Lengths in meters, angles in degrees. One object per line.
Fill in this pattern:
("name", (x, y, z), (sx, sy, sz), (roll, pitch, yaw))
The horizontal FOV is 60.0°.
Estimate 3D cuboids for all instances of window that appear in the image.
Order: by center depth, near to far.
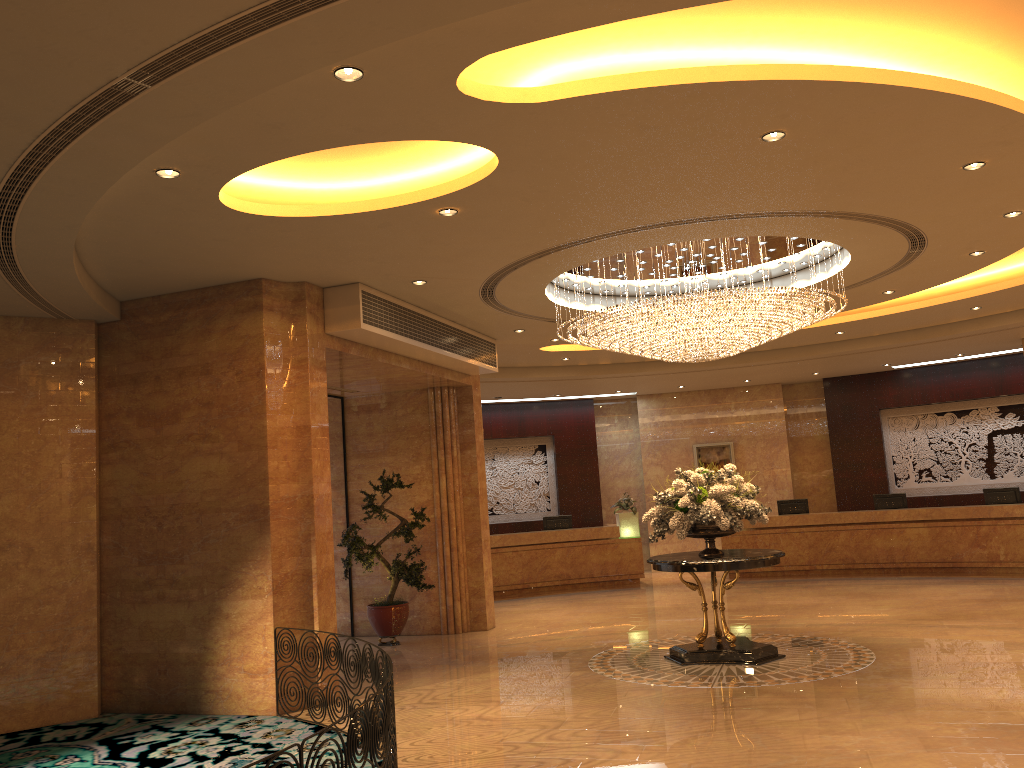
("window", (-3.032, 1.796, 11.587), (0.047, 3.571, 3.515), (-6, -8, 19))

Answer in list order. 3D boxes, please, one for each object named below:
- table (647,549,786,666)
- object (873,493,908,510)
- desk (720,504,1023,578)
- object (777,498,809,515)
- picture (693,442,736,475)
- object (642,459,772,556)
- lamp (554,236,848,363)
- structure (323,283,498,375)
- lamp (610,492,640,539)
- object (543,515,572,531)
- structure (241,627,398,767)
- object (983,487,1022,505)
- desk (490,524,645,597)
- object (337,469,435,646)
("table", (2.266, 2.414, 9.687), (1.493, 1.089, 1.493), (-5, -7, 12))
("object", (7.278, 2.357, 17.038), (0.430, 0.500, 0.531), (-1, -8, -21))
("desk", (8.875, 2.491, 14.034), (3.466, 1.155, 12.951), (2, -9, -36))
("object", (5.652, 2.567, 17.810), (0.430, 0.500, 0.531), (1, -9, -34))
("picture", (4.517, 1.766, 19.760), (0.875, 0.890, 0.068), (-5, -7, 10))
("object", (2.187, 1.387, 9.854), (1.318, 0.999, 1.277), (2, -10, -40))
("lamp", (2.098, -0.846, 10.089), (3.204, 1.196, 3.206), (1, -9, -34))
("structure", (-1.092, -0.589, 11.149), (0.425, 0.483, 4.113), (-6, -8, 19))
("lamp", (2.306, 2.648, 17.967), (0.570, 0.923, 0.580), (-6, -8, 15))
("object", (0.783, 2.955, 18.125), (0.918, 0.500, 0.397), (-4, -7, 1))
("structure", (-2.990, 2.301, 4.145), (3.815, 0.995, 7.624), (-9, -9, 37))
("object", (8.795, 2.106, 15.887), (0.430, 0.500, 0.531), (-3, -7, -9))
("desk", (0.179, 3.555, 17.706), (5.227, 1.155, 1.570), (-2, -8, -17))
("object", (-1.704, 2.350, 12.070), (1.250, 2.363, 0.843), (-4, -7, -1))
